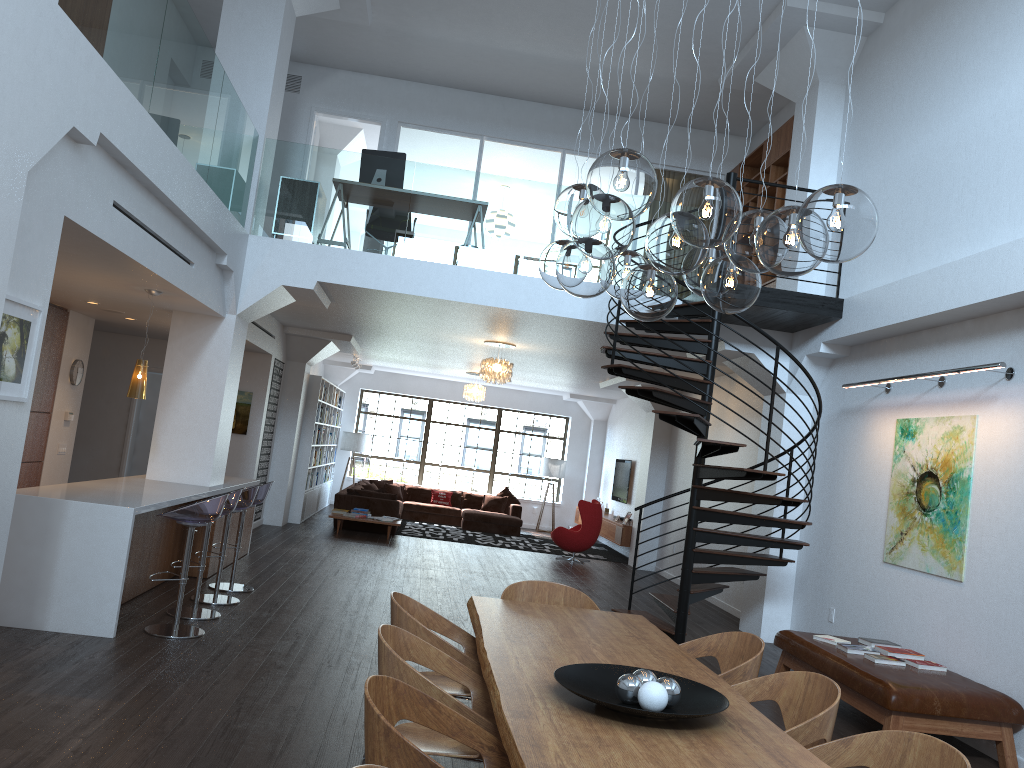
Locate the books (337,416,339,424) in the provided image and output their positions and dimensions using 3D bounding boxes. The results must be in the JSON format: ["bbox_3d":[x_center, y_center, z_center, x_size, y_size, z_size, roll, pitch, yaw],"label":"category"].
[{"bbox_3d":[-3.688,0.757,18.370,0.161,0.223,0.026,8,-5,-6],"label":"books"}]

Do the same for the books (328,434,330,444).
[{"bbox_3d":[-3.621,1.063,17.218,0.140,0.206,0.042,8,-5,-5],"label":"books"}]

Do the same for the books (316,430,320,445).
[{"bbox_3d":[-3.431,0.910,15.314,0.182,0.253,0.034,8,-5,-5],"label":"books"}]

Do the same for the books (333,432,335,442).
[{"bbox_3d":[-3.721,1.094,18.088,0.180,0.259,0.042,8,-5,-5],"label":"books"}]

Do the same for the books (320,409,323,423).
[{"bbox_3d":[-3.399,0.549,15.438,0.174,0.240,0.054,8,-5,-5],"label":"books"}]

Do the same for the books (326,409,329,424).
[{"bbox_3d":[-3.490,0.586,16.329,0.197,0.283,0.065,8,-5,-5],"label":"books"}]

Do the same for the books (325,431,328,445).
[{"bbox_3d":[-3.561,0.998,16.596,0.174,0.251,0.051,8,-5,-5],"label":"books"}]

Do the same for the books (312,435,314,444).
[{"bbox_3d":[-3.360,0.916,14.709,0.120,0.167,0.020,8,-5,-5],"label":"books"}]

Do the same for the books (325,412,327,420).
[{"bbox_3d":[-3.456,0.601,16.073,0.161,0.223,0.027,8,-5,-5],"label":"books"}]

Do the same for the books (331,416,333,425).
[{"bbox_3d":[-3.595,0.713,17.405,0.128,0.178,0.021,8,-5,-5],"label":"books"}]

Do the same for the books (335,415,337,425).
[{"bbox_3d":[-3.644,0.711,17.924,0.183,0.253,0.034,8,-5,-6],"label":"books"}]

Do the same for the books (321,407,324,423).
[{"bbox_3d":[-3.414,0.535,15.605,0.176,0.291,0.053,8,-5,-5],"label":"books"}]

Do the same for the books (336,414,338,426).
[{"bbox_3d":[-3.658,0.725,18.118,0.183,0.253,0.034,8,-5,-6],"label":"books"}]

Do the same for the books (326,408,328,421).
[{"bbox_3d":[-3.480,0.580,16.269,0.176,0.290,0.053,8,-5,-5],"label":"books"}]

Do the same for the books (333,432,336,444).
[{"bbox_3d":[-3.725,1.103,18.174,0.183,0.253,0.042,8,-5,-5],"label":"books"}]

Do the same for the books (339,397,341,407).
[{"bbox_3d":[-3.638,0.365,18.299,0.183,0.253,0.042,8,-5,-5],"label":"books"}]

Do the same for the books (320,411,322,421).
[{"bbox_3d":[-3.388,0.553,15.363,0.161,0.223,0.032,8,-5,-5],"label":"books"}]

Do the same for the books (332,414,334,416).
[{"bbox_3d":[-3.613,0.697,17.562,0.140,0.231,0.042,8,-5,-5],"label":"books"}]

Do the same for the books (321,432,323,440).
[{"bbox_3d":[-3.484,0.951,15.820,0.174,0.240,0.054,8,-5,-5],"label":"books"}]

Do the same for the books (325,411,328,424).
[{"bbox_3d":[-3.470,0.600,16.192,0.174,0.239,0.045,8,-5,-5],"label":"books"}]

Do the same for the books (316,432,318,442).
[{"bbox_3d":[-3.419,0.917,15.184,0.161,0.223,0.027,8,-5,-5],"label":"books"}]

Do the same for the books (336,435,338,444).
[{"bbox_3d":[-3.777,1.161,18.734,0.182,0.215,0.188,8,-5,-5],"label":"books"}]

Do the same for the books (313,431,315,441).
[{"bbox_3d":[-3.375,0.887,14.796,0.140,0.231,0.042,8,-5,-5],"label":"books"}]

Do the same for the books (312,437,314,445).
[{"bbox_3d":[-3.357,0.920,14.736,0.106,0.162,0.032,8,-5,-5],"label":"books"}]

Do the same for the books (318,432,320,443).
[{"bbox_3d":[-3.441,0.924,15.413,0.174,0.239,0.045,8,-5,-5],"label":"books"}]

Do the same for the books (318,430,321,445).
[{"bbox_3d":[-3.443,0.923,15.487,0.182,0.253,0.034,8,-5,-5],"label":"books"}]

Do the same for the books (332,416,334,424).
[{"bbox_3d":[-3.607,0.715,17.521,0.139,0.191,0.036,8,-5,-5],"label":"books"}]

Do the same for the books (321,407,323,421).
[{"bbox_3d":[-3.425,0.532,15.552,0.198,0.284,0.049,8,-5,-5],"label":"books"}]

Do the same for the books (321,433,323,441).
[{"bbox_3d":[-3.488,0.965,15.895,0.161,0.223,0.032,8,-5,-5],"label":"books"}]

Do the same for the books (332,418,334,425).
[{"bbox_3d":[-3.622,0.702,17.610,0.158,0.226,0.052,8,-5,-5],"label":"books"}]

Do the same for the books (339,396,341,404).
[{"bbox_3d":[-3.629,0.359,18.212,0.183,0.253,0.042,8,-5,-5],"label":"books"}]

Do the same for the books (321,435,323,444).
[{"bbox_3d":[-3.508,0.984,16.050,0.161,0.207,0.135,8,-5,-6],"label":"books"}]

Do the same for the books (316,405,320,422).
[{"bbox_3d":[-3.318,0.485,14.823,0.176,0.290,0.053,8,-5,-5],"label":"books"}]

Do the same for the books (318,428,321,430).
[{"bbox_3d":[-3.458,0.907,15.550,0.176,0.294,0.102,8,-5,-5],"label":"books"}]

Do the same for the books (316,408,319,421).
[{"bbox_3d":[-3.322,0.502,14.743,0.174,0.242,0.105,8,-5,-5],"label":"books"}]

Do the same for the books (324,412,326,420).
[{"bbox_3d":[-3.432,0.577,15.845,0.174,0.239,0.045,8,-5,-5],"label":"books"}]

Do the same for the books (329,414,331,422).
[{"bbox_3d":[-3.532,0.664,16.835,0.146,0.202,0.027,8,-5,-5],"label":"books"}]

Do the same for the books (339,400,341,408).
[{"bbox_3d":[-3.643,0.368,18.342,0.183,0.253,0.042,8,-5,-5],"label":"books"}]

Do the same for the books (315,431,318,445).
[{"bbox_3d":[-3.409,0.900,15.066,0.174,0.239,0.045,8,-5,-5],"label":"books"}]

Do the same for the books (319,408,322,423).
[{"bbox_3d":[-3.397,0.534,15.326,0.183,0.253,0.042,8,-5,-5],"label":"books"}]

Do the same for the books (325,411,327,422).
[{"bbox_3d":[-3.468,0.593,16.141,0.170,0.245,0.057,8,-5,-5],"label":"books"}]

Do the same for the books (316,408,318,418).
[{"bbox_3d":[-3.310,0.501,14.661,0.172,0.235,0.112,8,-5,-5],"label":"books"}]

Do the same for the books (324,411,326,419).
[{"bbox_3d":[-3.420,0.566,15.773,0.182,0.253,0.034,8,-5,-5],"label":"books"}]

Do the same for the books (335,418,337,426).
[{"bbox_3d":[-3.643,0.714,17.957,0.183,0.253,0.034,8,-5,-6],"label":"books"}]

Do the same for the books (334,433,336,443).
[{"bbox_3d":[-3.736,1.118,18.263,0.174,0.236,0.142,8,-5,-6],"label":"books"}]

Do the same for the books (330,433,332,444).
[{"bbox_3d":[-3.654,1.076,17.585,0.140,0.231,0.042,8,-5,-5],"label":"books"}]

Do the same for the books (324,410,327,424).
[{"bbox_3d":[-3.443,0.577,15.945,0.182,0.253,0.034,8,-5,-5],"label":"books"}]

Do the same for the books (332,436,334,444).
[{"bbox_3d":[-3.689,1.101,17.900,0.161,0.223,0.032,8,-5,-5],"label":"books"}]

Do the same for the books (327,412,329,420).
[{"bbox_3d":[-3.486,0.610,16.402,0.159,0.250,0.026,8,-5,-5],"label":"books"}]

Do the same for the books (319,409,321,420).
[{"bbox_3d":[-3.386,0.533,15.253,0.171,0.246,0.039,8,-5,-5],"label":"books"}]

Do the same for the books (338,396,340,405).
[{"bbox_3d":[-3.621,0.349,18.081,0.183,0.253,0.042,8,-5,-5],"label":"books"}]

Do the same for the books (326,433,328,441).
[{"bbox_3d":[-3.585,1.012,16.767,0.171,0.246,0.036,8,-5,-5],"label":"books"}]
